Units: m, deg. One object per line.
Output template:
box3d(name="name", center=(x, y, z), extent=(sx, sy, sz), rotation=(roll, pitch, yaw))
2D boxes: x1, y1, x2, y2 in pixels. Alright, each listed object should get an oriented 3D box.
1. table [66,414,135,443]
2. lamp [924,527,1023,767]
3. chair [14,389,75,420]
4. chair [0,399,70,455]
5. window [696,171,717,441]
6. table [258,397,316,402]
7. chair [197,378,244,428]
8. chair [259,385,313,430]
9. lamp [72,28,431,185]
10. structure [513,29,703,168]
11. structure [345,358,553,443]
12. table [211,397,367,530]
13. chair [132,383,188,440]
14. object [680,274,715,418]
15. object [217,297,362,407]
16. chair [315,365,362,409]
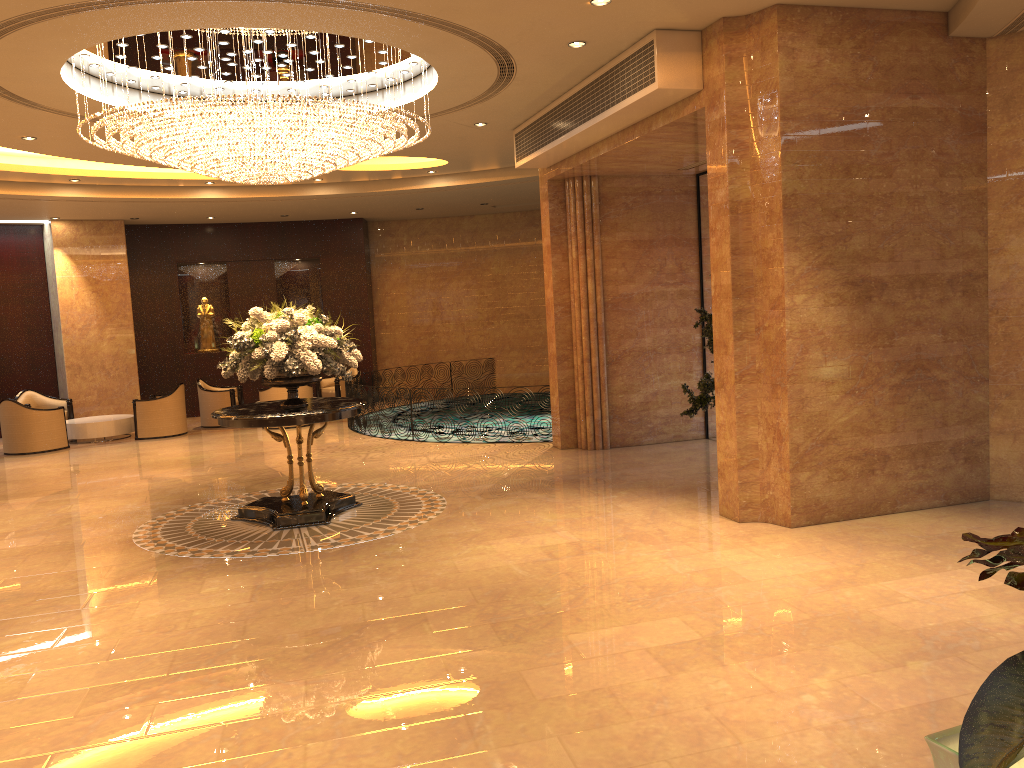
box3d(name="table", center=(-7.330, 0.794, 15.745), extent=(1.196, 0.354, 1.196), rotation=(-2, 5, 10))
box3d(name="lamp", center=(0.797, 0.464, 0.936), extent=(0.577, 0.925, 0.542), rotation=(-4, 5, -14))
box3d(name="chair", center=(-8.536, 0.552, 16.059), extent=(0.769, 0.916, 0.951), rotation=(0, 6, 33))
box3d(name="chair", center=(-7.903, 0.654, 14.512), extent=(0.951, 0.916, 0.769), rotation=(-1, 5, 19))
box3d(name="window", center=(3.065, -0.885, 10.238), extent=(0.047, 3.571, 3.515), rotation=(-5, 5, -16))
box3d(name="table", center=(-4.371, 0.494, 17.273), extent=(1.196, 0.354, 1.196), rotation=(-2, 5, 11))
box3d(name="chair", center=(-5.513, 0.323, 16.747), extent=(0.769, 0.916, 0.951), rotation=(-4, 5, -6))
box3d(name="chair", center=(-4.034, 0.310, 15.962), extent=(0.951, 0.916, 0.769), rotation=(-5, 5, -21))
box3d(name="lamp", center=(-2.388, -2.514, 8.463), extent=(3.206, 1.196, 3.204), rotation=(-1, 5, 20))
box3d(name="structure", center=(0.822, -2.874, 9.429), extent=(0.425, 0.483, 4.113), rotation=(-5, 5, -16))
box3d(name="structure", center=(-1.097, 0.262, 16.321), extent=(3.815, 0.995, 7.624), rotation=(-3, 5, 2))
box3d(name="table", center=(-2.153, 0.753, 8.771), extent=(1.493, 1.089, 1.493), rotation=(-5, 5, -23))
box3d(name="chair", center=(-6.169, 0.455, 15.669), extent=(0.769, 0.916, 0.951), rotation=(-3, 5, -1))
box3d(name="object", center=(2.374, -0.165, 9.094), extent=(1.250, 2.363, 0.843), rotation=(-7, 6, -36))
box3d(name="object", center=(-2.183, -0.284, 8.656), extent=(1.277, 0.999, 1.318), rotation=(-2, 5, 14))
box3d(name="chair", center=(-3.455, 0.101, 17.963), extent=(0.769, 0.916, 0.951), rotation=(-8, 7, -41))
